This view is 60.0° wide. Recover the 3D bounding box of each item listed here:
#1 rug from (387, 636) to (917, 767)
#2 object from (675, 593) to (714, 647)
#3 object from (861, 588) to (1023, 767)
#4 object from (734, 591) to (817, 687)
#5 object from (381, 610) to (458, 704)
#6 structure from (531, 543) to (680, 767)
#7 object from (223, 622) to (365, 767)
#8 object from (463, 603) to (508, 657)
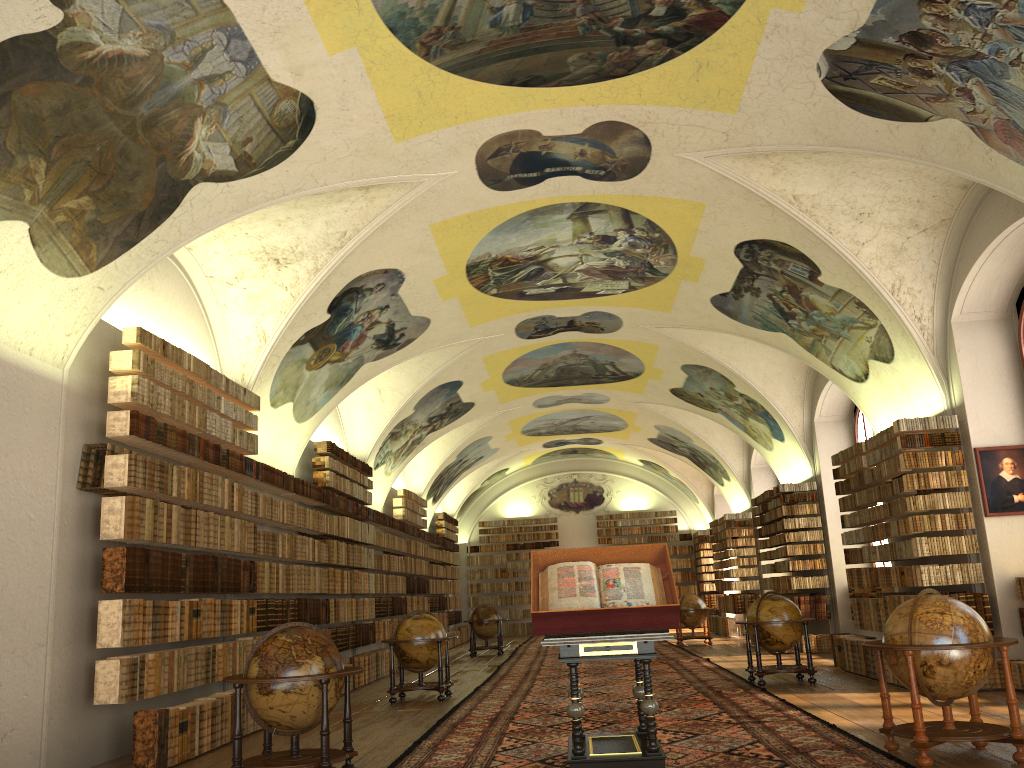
[{"bbox_3d":[1.789,5.747,17.777,4.704,0.064,37.062,-4,-14,3],"label":"rug"},{"bbox_3d":[5.081,6.634,25.055,1.281,1.442,1.282,9,-18,-43],"label":"object"},{"bbox_3d":[3.809,2.553,7.866,1.282,1.442,1.281,-14,-17,40],"label":"object"},{"bbox_3d":[4.293,4.104,14.400,1.280,1.442,1.283,6,-16,-33],"label":"object"},{"bbox_3d":[-1.527,4.500,14.745,1.282,1.442,1.281,-14,-17,40],"label":"object"},{"bbox_3d":[0.871,2.535,8.258,1.245,1.973,1.899,-4,-13,3],"label":"structure"},{"bbox_3d":[-2.010,2.948,8.211,1.280,1.442,1.283,6,-16,-33],"label":"object"},{"bbox_3d":[-0.745,7.033,25.412,1.281,1.442,1.282,9,-18,-43],"label":"object"}]
